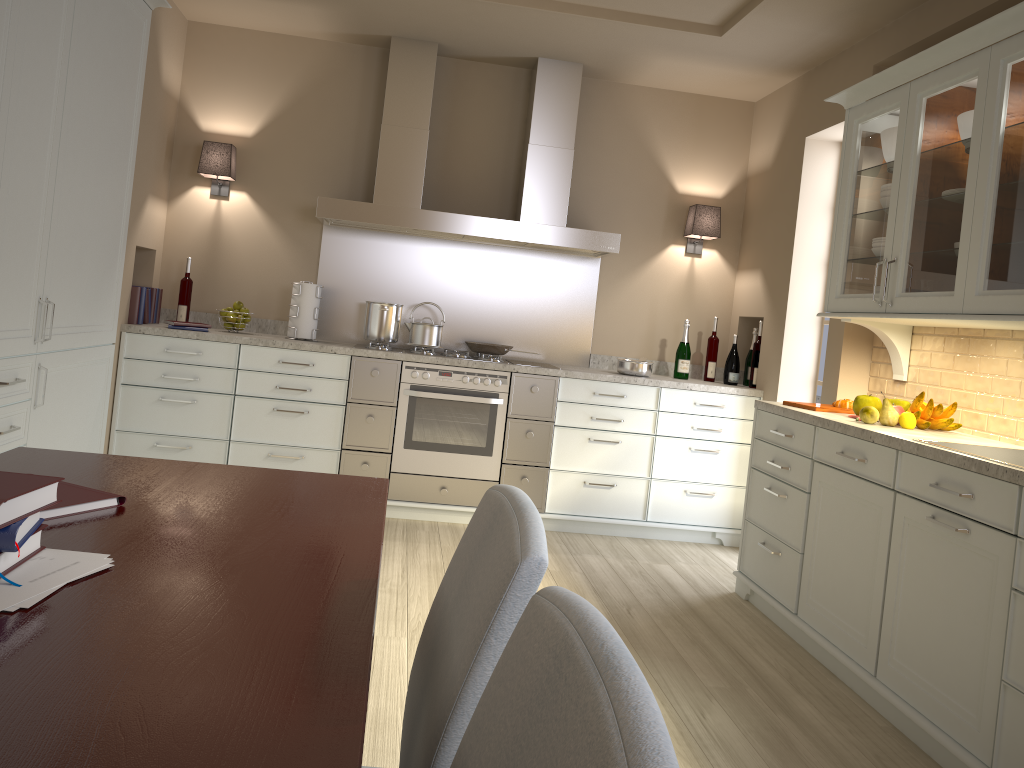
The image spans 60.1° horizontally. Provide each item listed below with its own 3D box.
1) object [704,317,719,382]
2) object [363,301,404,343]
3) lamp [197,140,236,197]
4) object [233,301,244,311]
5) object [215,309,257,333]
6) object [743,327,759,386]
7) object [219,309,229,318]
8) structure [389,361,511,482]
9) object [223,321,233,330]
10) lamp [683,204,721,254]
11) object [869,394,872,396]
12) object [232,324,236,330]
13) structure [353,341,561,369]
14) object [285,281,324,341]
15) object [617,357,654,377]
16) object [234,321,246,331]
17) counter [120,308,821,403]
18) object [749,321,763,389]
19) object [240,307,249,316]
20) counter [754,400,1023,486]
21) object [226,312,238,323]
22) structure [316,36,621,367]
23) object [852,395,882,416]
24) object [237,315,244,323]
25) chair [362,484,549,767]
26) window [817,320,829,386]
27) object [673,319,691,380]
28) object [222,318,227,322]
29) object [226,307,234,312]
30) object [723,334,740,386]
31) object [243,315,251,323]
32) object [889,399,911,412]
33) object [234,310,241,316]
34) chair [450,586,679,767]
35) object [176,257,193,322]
[{"bbox_3d":[1.119,-0.194,4.933,0.062,0.366,0.062,6,0,27],"label":"object"},{"bbox_3d":[-0.684,-0.326,4.670,0.202,0.207,0.200,8,3,40],"label":"object"},{"bbox_3d":[-1.553,-1.137,4.679,0.169,0.258,0.192,6,2,-7],"label":"lamp"},{"bbox_3d":[-1.418,-0.403,4.583,0.055,0.056,0.055,6,2,-7],"label":"object"},{"bbox_3d":[-1.432,-0.322,4.575,0.207,0.109,0.205,9,4,38],"label":"object"},{"bbox_3d":[1.339,-0.151,4.904,0.084,0.331,0.083,6,0,22],"label":"object"},{"bbox_3d":[-1.474,-0.362,4.531,0.047,0.048,0.047,4,3,-45],"label":"object"},{"bbox_3d":[-0.336,0.210,4.644,0.540,0.696,0.581,6,2,-7],"label":"structure"},{"bbox_3d":[-1.461,-0.303,4.555,0.048,0.048,0.048,6,2,4],"label":"object"},{"bbox_3d":[1.070,-0.872,4.997,0.169,0.258,0.192,6,2,-7],"label":"lamp"},{"bbox_3d":[1.337,0.048,3.302,0.003,0.021,0.018,6,2,-21],"label":"object"},{"bbox_3d":[-1.441,-0.299,4.604,0.038,0.038,0.039,6,2,-3],"label":"object"},{"bbox_3d":[-0.288,-0.158,4.609,1.047,0.031,0.399,6,4,-7],"label":"structure"},{"bbox_3d":[-1.073,-0.380,4.572,0.168,0.304,0.164,6,1,-23],"label":"object"},{"bbox_3d":[0.699,-0.093,4.755,0.199,0.090,0.369,9,5,35],"label":"object"},{"bbox_3d":[-1.406,-0.303,4.567,0.060,0.056,0.061,8,3,38],"label":"object"},{"bbox_3d":[-0.295,-0.170,4.666,3.840,0.114,0.580,6,4,-7],"label":"counter"},{"bbox_3d":[1.316,-0.157,4.724,0.062,0.366,0.062,6,0,27],"label":"object"},{"bbox_3d":[-1.374,-0.371,4.544,0.047,0.045,0.047,6,2,-6],"label":"object"},{"bbox_3d":[1.417,0.205,2.696,0.522,0.035,2.205,6,4,-7],"label":"counter"},{"bbox_3d":[-1.433,-0.340,4.525,0.058,0.058,0.058,5,3,-40],"label":"object"},{"bbox_3d":[-0.216,-0.963,4.715,1.557,1.679,0.448,6,0,-7],"label":"structure"},{"bbox_3d":[1.329,0.088,3.309,0.104,0.090,0.106,6,2,-1],"label":"object"},{"bbox_3d":[-1.392,-0.334,4.530,0.039,0.040,0.040,6,2,-16],"label":"object"},{"bbox_3d":[-0.266,0.529,1.044,0.505,0.827,0.400,6,1,-7],"label":"chair"},{"bbox_3d":[1.577,-0.273,4.196,0.010,1.198,0.410,6,0,-7],"label":"window"},{"bbox_3d":[0.947,-0.191,4.869,0.084,0.331,0.083,6,0,22],"label":"object"},{"bbox_3d":[-1.479,-0.346,4.592,0.054,0.055,0.054,4,3,-43],"label":"object"},{"bbox_3d":[-1.460,-0.376,4.572,0.044,0.043,0.040,7,2,7],"label":"object"},{"bbox_3d":[1.204,-0.132,4.816,0.084,0.277,0.083,6,0,14],"label":"object"},{"bbox_3d":[-1.372,-0.338,4.570,0.047,0.045,0.047,6,2,-3],"label":"object"},{"bbox_3d":[1.429,0.101,3.278,0.103,0.090,0.106,4,3,-43],"label":"object"},{"bbox_3d":[-1.413,-0.363,4.554,0.040,0.038,0.040,5,3,-36],"label":"object"},{"bbox_3d":[-0.211,0.568,0.591,0.505,0.827,0.400,6,1,-7],"label":"chair"},{"bbox_3d":[-1.694,-0.479,4.591,0.062,0.366,0.062,6,0,19],"label":"object"}]
